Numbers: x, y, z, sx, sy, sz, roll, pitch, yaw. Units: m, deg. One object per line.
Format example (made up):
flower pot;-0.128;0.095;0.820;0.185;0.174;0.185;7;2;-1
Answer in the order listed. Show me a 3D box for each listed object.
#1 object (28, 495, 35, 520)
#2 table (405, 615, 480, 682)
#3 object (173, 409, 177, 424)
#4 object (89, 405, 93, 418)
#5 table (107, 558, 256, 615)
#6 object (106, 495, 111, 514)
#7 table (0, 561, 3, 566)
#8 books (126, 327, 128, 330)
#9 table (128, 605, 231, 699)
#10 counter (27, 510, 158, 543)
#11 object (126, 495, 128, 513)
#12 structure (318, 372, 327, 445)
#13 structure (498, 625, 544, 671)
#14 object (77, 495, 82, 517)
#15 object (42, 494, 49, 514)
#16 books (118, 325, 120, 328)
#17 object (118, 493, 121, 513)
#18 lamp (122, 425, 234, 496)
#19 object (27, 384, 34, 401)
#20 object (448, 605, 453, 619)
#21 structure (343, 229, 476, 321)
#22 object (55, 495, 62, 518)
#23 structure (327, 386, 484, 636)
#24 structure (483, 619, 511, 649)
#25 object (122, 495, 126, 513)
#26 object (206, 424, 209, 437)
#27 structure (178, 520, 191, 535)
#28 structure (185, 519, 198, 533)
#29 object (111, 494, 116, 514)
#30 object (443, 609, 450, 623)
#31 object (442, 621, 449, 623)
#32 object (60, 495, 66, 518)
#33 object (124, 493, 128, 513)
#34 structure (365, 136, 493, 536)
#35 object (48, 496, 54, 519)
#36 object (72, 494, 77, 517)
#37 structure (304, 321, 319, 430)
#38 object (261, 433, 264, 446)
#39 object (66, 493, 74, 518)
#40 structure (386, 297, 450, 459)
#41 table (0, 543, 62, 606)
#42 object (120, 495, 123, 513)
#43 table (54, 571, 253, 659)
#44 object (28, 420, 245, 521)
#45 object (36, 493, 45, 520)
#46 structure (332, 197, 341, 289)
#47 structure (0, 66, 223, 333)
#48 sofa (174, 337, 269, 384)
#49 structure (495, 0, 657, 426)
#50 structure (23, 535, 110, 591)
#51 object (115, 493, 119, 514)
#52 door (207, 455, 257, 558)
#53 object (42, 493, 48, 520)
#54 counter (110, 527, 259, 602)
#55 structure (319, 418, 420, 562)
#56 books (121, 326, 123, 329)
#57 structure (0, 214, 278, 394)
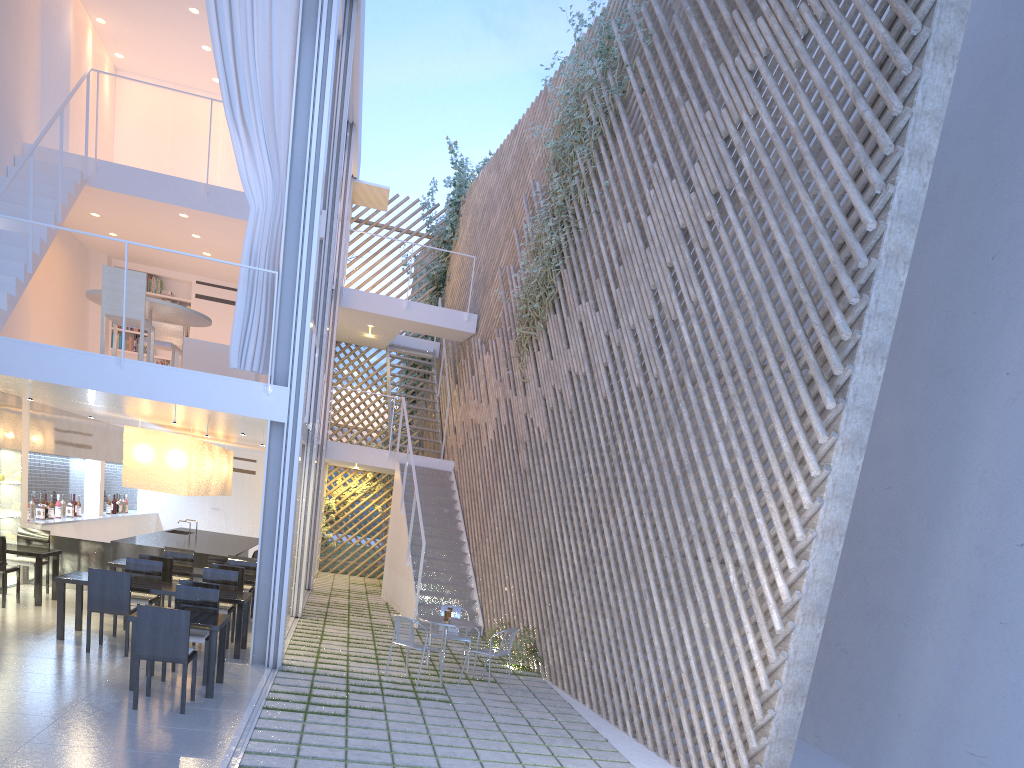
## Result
object;-3.276;0.705;5.000;0.046;0.293;1.833;6;-8;-9
table;-0.400;1.526;4.764;0.334;0.344;0.353;10;2;41
object;-1.731;0.165;4.229;0.029;0.082;0.027;8;10;0
object;-2.574;0.167;5.029;0.029;0.082;0.027;8;10;0
table;-2.073;1.359;5.304;0.927;0.342;0.339;10;1;-12
object;-3.791;1.136;7.739;0.042;0.188;0.039;-1;15;-40
table;-2.867;1.056;4.198;0.363;0.342;0.339;8;2;-11
books;-3.337;-0.537;7.168;0.015;0.158;0.083;6;8;-10
table;-1.463;1.178;3.630;0.363;0.342;0.339;8;2;-11
counter;-3.762;1.411;7.494;0.235;0.439;3.558;7;-8;-10
object;-3.897;1.209;8.306;0.044;0.193;0.040;8;11;1
structure;-1.564;0.158;6.660;0.028;0.561;1.664;6;-6;-10
structure;0.068;1.716;5.361;0.301;0.334;0.301;7;3;-26
object;-3.618;1.020;6.872;0.042;0.188;0.039;-1;15;-40
object;-3.307;0.725;5.151;0.068;0.293;2.099;6;-8;-10
books;-3.409;-0.536;7.154;0.021;0.127;0.088;6;5;-10
object;-3.857;1.168;8.062;0.046;0.210;0.044;6;11;-9
lamp;-2.726;0.691;6.896;0.453;0.428;2.256;8;-8;-10
object;-2.389;0.040;4.082;0.029;0.082;0.027;8;10;0
object;-0.365;1.335;4.820;0.030;0.079;0.031;14;11;34
structure;-0.928;-0.978;7.455;1.154;0.590;0.025;10;11;-12
object;-3.530;0.952;6.403;0.044;0.193;0.040;6;11;-10
structure;-0.949;1.024;7.094;1.200;2.023;1.879;6;3;-17
structure;-0.076;1.830;5.982;0.268;0.269;0.254;8;2;-4
object;-3.867;1.195;8.189;0.046;0.193;0.042;6;11;-11
object;-1.916;0.292;5.176;0.029;0.082;0.027;8;10;0
structure;-2.931;1.283;7.352;0.114;0.128;0.032;8;11;-12
structure;-2.994;1.326;7.674;0.114;0.128;0.032;8;11;-12
object;-3.795;1.146;7.842;0.045;0.201;0.043;4;12;-19
object;-0.368;1.303;4.629;0.030;0.079;0.031;14;11;34
object;-1.733;0.888;4.360;2.893;0.418;0.034;10;11;-9
object;-3.561;0.968;6.521;0.044;0.193;0.045;16;14;35
object;-3.886;1.192;8.245;0.045;0.210;0.044;15;13;30
structure;-1.145;-0.183;10.224;1.128;4.676;3.145;6;6;-13
object;-3.271;0.718;5.084;0.059;0.297;2.379;6;-8;-9
object;-3.619;1.002;6.800;0.045;0.201;0.043;4;12;-19
structure;-1.220;-0.078;4.901;0.028;0.561;1.662;6;-6;-10
object;-1.590;0.354;5.248;0.029;0.082;0.027;8;10;0
object;-3.568;0.979;6.644;0.046;0.210;0.044;6;11;-9
structure;-1.010;-0.129;8.699;0.542;1.950;1.192;5;7;-16
table;-3.041;1.175;5.088;0.363;0.342;0.339;8;2;-11
object;-3.871;1.185;8.132;0.043;0.193;0.045;16;13;35
table;-1.899;1.240;4.414;0.927;0.342;0.339;10;1;-12
object;-2.454;0.566;5.032;1.696;0.838;1.796;10;-5;-13
object;-3.262;0.719;5.069;0.047;0.293;1.953;6;-8;-10
structure;-1.370;-1.229;6.359;0.028;0.561;1.664;6;-6;-10
structure;-1.982;-0.377;3.752;1.748;3.409;3.529;7;1;-11
sofa;-1.997;-0.014;5.747;0.505;0.374;0.962;9;-6;-10
structure;0.462;-1.111;5.419;0.751;2.812;2.248;4;5;-19
structure;-3.121;1.254;5.770;0.563;0.384;0.011;9;12;-12
object;-3.838;1.156;7.980;0.047;0.211;0.043;6;11;-11
door;-3.240;0.963;6.682;0.480;1.189;5.465;9;-8;3
object;-3.271;0.725;5.114;0.107;0.292;2.032;7;-8;-8
counter;-2.687;1.535;7.109;0.824;0.379;2.465;10;-9;-10
structure;-1.738;1.304;9.666;1.156;2.072;0.271;7;12;-11
books;-3.380;-0.545;7.161;0.011;0.159;0.078;6;8;-10
structure;-1.751;0.167;3.219;1.381;1.850;1.378;7;4;-11
